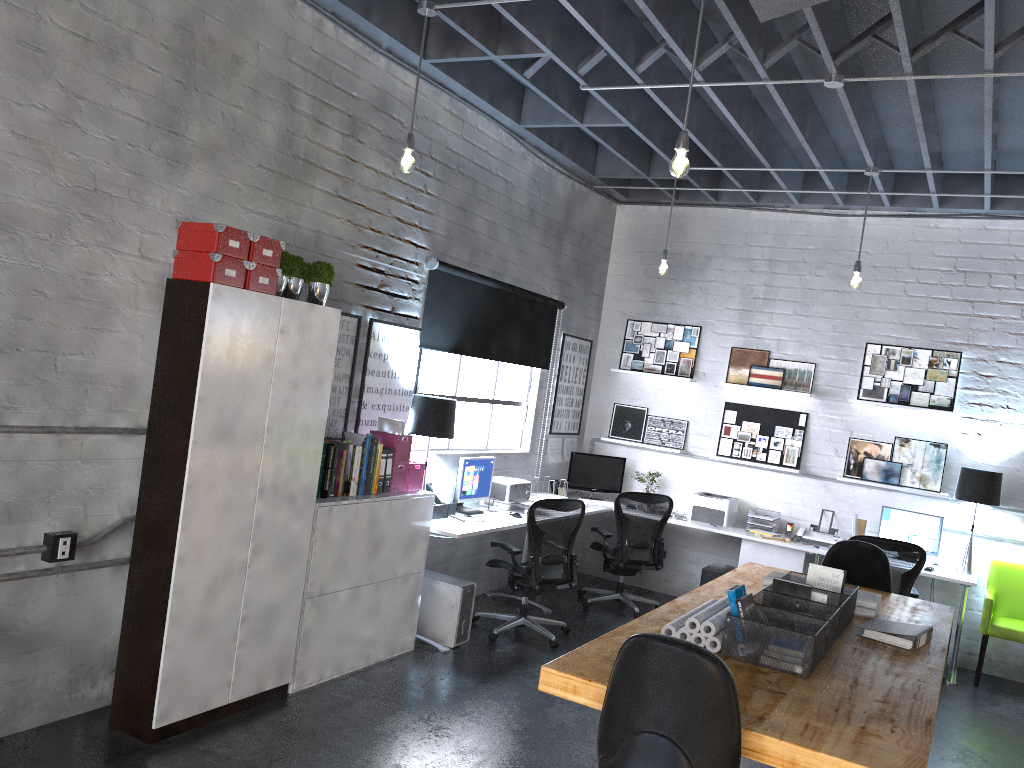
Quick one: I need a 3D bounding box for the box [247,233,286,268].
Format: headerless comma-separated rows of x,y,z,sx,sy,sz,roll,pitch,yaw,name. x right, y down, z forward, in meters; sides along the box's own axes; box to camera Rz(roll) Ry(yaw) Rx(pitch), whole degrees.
-1.249,-0.633,4.187,0.268,0.133,0.206,8,1,28,box

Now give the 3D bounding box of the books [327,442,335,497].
-1.083,0.465,4.935,0.182,0.302,0.034,9,2,28,books

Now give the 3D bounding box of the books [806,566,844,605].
1.461,0.976,4.175,0.158,0.200,0.082,9,1,28,books

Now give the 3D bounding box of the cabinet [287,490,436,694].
-1.030,1.140,5.292,0.465,1.021,1.152,9,1,28,cabinet

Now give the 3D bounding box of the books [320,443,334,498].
-1.080,0.465,4.894,0.182,0.302,0.034,9,2,28,books

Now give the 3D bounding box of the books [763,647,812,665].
1.016,0.981,3.250,0.141,0.021,0.203,8,0,29,books

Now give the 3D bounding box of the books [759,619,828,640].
1.120,0.968,3.548,0.250,0.022,0.205,8,1,33,books

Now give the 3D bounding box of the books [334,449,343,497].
-1.034,0.489,4.986,0.160,0.266,0.026,9,2,28,books

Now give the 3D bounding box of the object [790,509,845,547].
2.627,1.218,7.555,0.405,0.280,0.400,8,1,28,object

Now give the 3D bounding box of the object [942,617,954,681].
3.320,2.047,6.935,0.180,0.411,0.476,9,1,28,object

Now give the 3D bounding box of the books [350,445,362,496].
-0.965,0.488,5.115,0.174,0.286,0.045,9,1,28,books

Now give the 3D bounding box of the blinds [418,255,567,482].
-0.160,0.003,6.958,0.100,1.632,2.121,9,1,28,blinds

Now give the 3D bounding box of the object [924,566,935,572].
3.240,1.433,6.880,0.058,0.036,0.114,9,1,43,object

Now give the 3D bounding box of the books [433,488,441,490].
-0.543,0.831,6.290,0.133,0.176,0.009,8,1,23,books

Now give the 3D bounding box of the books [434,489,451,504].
-0.500,0.837,6.263,0.134,0.176,0.020,9,1,28,books

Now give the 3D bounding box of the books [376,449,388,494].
-0.868,0.511,5.360,0.218,0.267,0.060,9,1,33,books

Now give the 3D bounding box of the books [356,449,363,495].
-0.955,0.499,5.149,0.160,0.266,0.027,9,2,28,books

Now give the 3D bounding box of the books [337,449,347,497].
-1.019,0.491,5.008,0.160,0.266,0.027,9,2,28,books

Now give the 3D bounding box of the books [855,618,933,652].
1.669,1.076,3.866,0.244,0.067,0.299,8,1,38,books

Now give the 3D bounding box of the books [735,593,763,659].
0.883,0.896,3.295,0.097,0.209,0.158,9,1,28,books

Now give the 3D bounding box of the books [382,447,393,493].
-0.839,0.513,5.413,0.220,0.271,0.082,9,1,28,books

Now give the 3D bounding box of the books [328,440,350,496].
-1.012,0.476,5.035,0.159,0.298,0.026,9,2,28,books

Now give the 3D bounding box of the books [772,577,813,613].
1.167,0.931,3.723,0.157,0.214,0.063,9,1,28,books

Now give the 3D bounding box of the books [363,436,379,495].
-0.906,0.469,5.240,0.197,0.339,0.065,9,1,28,books

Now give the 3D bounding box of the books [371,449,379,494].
-0.880,0.509,5.278,0.160,0.266,0.026,9,2,28,books

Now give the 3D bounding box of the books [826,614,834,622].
1.271,1.000,3.851,0.248,0.021,0.177,8,0,28,books

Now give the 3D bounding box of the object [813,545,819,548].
2.499,1.335,7.288,0.017,0.016,0.076,8,0,-12,object

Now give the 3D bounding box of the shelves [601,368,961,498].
2.265,0.390,7.900,3.020,0.694,0.199,8,1,28,shelves

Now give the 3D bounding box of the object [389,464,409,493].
-0.785,0.568,5.527,0.213,0.177,0.161,8,1,28,object

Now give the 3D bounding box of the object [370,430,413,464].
-0.760,0.393,5.523,0.213,0.177,0.161,8,1,28,object

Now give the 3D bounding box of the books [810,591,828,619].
1.240,0.955,3.718,0.142,0.188,0.061,9,1,28,books

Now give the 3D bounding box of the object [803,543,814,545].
2.457,1.329,7.365,0.125,0.011,0.011,8,1,-24,object

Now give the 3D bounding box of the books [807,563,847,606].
1.479,0.972,4.201,0.171,0.210,0.046,9,1,28,books

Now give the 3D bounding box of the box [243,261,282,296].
-1.266,-0.503,4.190,0.270,0.131,0.206,8,1,28,box

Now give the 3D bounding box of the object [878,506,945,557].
3.242,1.238,7.219,0.464,0.417,0.212,9,1,33,object

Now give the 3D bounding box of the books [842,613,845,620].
1.386,1.045,4.048,0.249,0.031,0.184,8,1,30,books

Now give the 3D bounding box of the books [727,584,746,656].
0.863,0.881,3.323,0.108,0.234,0.166,9,1,28,books

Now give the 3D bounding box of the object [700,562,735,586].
1.800,1.827,7.846,0.180,0.411,0.476,9,1,28,object

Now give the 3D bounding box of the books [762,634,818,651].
1.111,1.016,3.548,0.250,0.031,0.185,8,0,25,books

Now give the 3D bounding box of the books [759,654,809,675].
1.009,1.005,3.251,0.155,0.029,0.226,8,0,28,books

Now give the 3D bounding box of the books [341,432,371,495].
-0.930,0.462,5.184,0.175,0.346,0.053,9,2,28,books

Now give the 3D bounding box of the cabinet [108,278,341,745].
-1.360,0.582,4.319,0.291,2.048,0.873,9,1,28,cabinet

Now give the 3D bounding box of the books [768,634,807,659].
1.013,0.959,3.247,0.127,0.022,0.181,8,0,23,books

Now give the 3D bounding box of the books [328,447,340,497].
-1.056,0.482,4.961,0.167,0.275,0.037,9,1,28,books

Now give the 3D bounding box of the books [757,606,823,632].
1.112,0.942,3.549,0.232,0.027,0.184,8,0,0,books

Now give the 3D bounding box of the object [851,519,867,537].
2.887,1.266,7.407,0.087,0.259,0.237,9,1,28,object

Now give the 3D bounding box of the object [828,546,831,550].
2.632,1.337,7.233,0.095,0.050,0.095,8,1,-3,object

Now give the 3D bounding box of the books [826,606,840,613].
1.380,1.017,4.045,0.233,0.022,0.184,8,0,26,books

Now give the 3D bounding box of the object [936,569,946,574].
3.348,1.461,6.914,0.046,0.009,0.121,8,0,13,object

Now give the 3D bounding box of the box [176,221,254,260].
-1.346,-0.644,4.003,0.270,0.131,0.206,8,1,28,box

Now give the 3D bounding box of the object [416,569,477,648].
-0.517,1.515,6.018,0.477,0.411,0.200,8,1,28,object

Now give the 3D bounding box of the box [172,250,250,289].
-1.364,-0.516,4.006,0.270,0.131,0.206,8,1,28,box

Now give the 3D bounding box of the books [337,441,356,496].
-0.992,0.481,5.071,0.170,0.293,0.057,9,1,28,books

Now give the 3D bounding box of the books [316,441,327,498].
-1.120,0.456,4.863,0.180,0.310,0.060,9,1,28,books

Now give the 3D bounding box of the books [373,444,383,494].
-0.861,0.495,5.299,0.159,0.298,0.026,9,2,28,books

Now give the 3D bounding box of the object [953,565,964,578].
3.404,1.433,6.766,0.069,0.083,0.090,9,1,27,object
